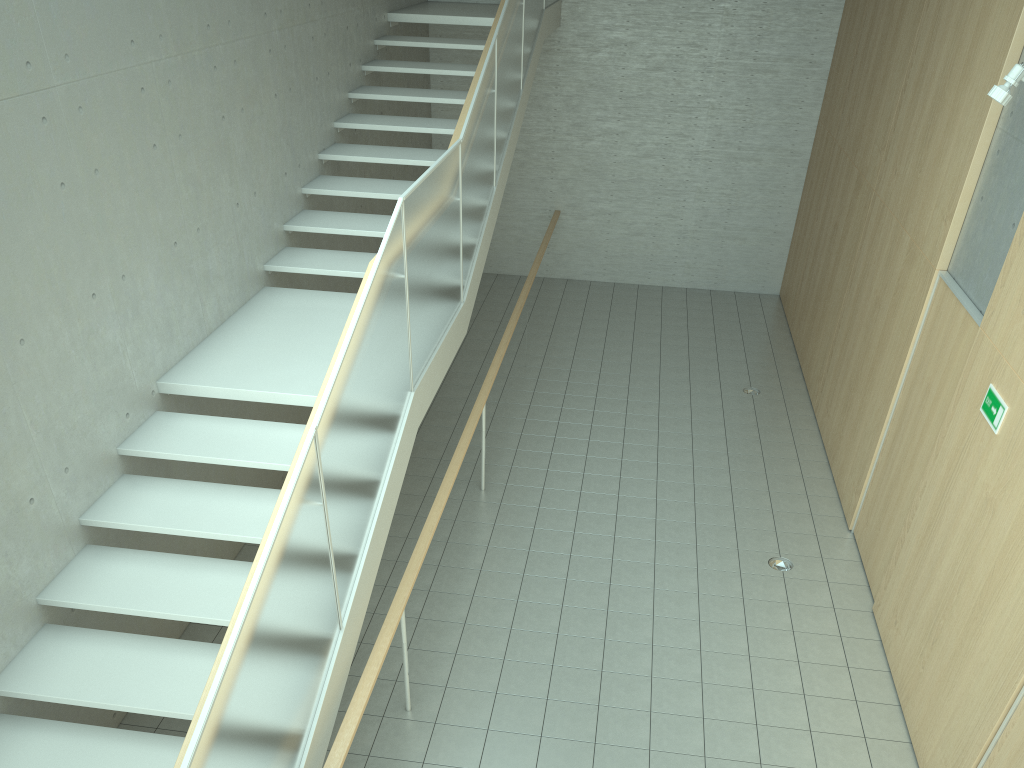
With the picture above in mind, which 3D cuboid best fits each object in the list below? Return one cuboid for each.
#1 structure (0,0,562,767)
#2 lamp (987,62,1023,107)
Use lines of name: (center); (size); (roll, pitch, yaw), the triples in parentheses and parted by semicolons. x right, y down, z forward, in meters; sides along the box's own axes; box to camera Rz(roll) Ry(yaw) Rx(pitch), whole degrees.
structure: (-1.157, -0.778, 5.858); (1.879, 4.914, 10.926); (6, 30, 7)
lamp: (2.642, -1.581, 4.482); (0.231, 0.226, 0.122); (-4, 33, -10)
